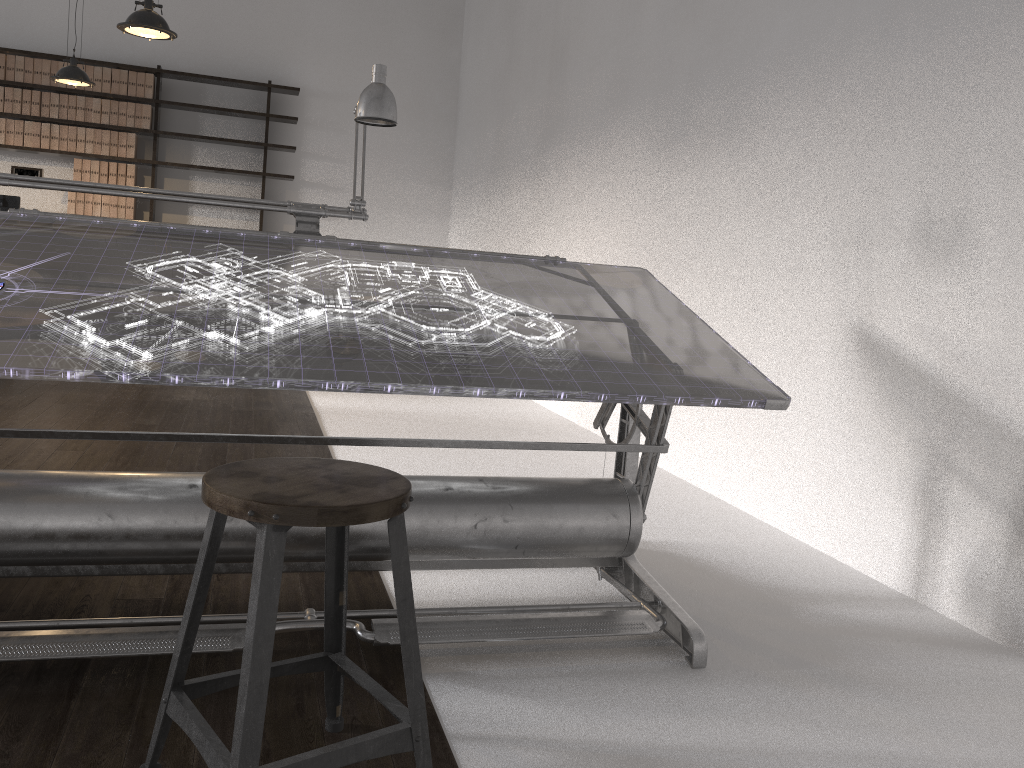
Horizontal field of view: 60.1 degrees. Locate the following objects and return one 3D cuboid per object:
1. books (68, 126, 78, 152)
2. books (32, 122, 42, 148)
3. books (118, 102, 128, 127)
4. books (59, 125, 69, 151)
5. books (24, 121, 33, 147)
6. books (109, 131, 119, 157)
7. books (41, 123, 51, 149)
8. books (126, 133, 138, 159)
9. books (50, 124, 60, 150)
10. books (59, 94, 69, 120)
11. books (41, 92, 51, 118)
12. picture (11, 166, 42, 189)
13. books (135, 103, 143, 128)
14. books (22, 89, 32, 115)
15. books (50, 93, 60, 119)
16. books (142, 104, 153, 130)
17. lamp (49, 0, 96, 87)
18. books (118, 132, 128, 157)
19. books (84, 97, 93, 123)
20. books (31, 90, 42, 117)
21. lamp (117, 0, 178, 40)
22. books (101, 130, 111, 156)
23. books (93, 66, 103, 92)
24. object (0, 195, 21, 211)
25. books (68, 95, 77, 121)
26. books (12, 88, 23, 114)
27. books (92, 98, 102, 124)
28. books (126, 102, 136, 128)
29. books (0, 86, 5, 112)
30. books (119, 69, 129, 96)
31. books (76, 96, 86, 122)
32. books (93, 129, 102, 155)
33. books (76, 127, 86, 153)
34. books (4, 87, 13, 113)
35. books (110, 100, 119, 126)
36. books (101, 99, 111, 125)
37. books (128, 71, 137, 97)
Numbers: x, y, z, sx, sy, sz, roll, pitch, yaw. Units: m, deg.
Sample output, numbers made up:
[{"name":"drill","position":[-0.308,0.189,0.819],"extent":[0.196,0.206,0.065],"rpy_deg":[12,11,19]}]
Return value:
[{"name":"books","position":[-3.914,-2.178,7.916],"extent":[0.066,0.225,0.175],"rpy_deg":[3,5,-17]},{"name":"books","position":[-4.184,-2.189,7.828],"extent":[0.067,0.225,0.175],"rpy_deg":[3,5,-17]},{"name":"books","position":[-3.512,-2.427,8.014],"extent":[0.066,0.225,0.175],"rpy_deg":[3,5,-17]},{"name":"books","position":[-3.981,-2.181,7.898],"extent":[0.066,0.225,0.175],"rpy_deg":[3,5,-17]},{"name":"books","position":[-4.246,-2.193,7.814],"extent":[0.066,0.224,0.175],"rpy_deg":[3,5,-17]},{"name":"books","position":[-3.590,-2.164,8.015],"extent":[0.066,0.225,0.175],"rpy_deg":[3,5,-17]},{"name":"books","position":[-4.115,-2.186,7.849],"extent":[0.066,0.225,0.175],"rpy_deg":[3,5,-17]},{"name":"books","position":[-3.453,-2.157,8.052],"extent":[0.066,0.225,0.175],"rpy_deg":[3,5,-17]},{"name":"books","position":[-4.047,-2.184,7.874],"extent":[0.066,0.225,0.175],"rpy_deg":[3,5,-17]},{"name":"books","position":[-3.971,-2.448,7.874],"extent":[0.066,0.225,0.175],"rpy_deg":[3,5,-17]},{"name":"books","position":[-4.106,-2.454,7.833],"extent":[0.066,0.225,0.175],"rpy_deg":[3,5,-17]},{"name":"picture","position":[-4.375,-1.861,7.982],"extent":[0.251,0.183,0.023],"rpy_deg":[3,4,-17]},{"name":"books","position":[-3.381,-2.421,8.051],"extent":[0.066,0.224,0.175],"rpy_deg":[3,5,-17]},{"name":"books","position":[-4.249,-2.461,7.790],"extent":[0.066,0.224,0.175],"rpy_deg":[3,5,-17]},{"name":"books","position":[-4.037,-2.450,7.849],"extent":[0.066,0.225,0.175],"rpy_deg":[3,5,-17]},{"name":"books","position":[-3.320,-2.418,8.068],"extent":[0.066,0.224,0.175],"rpy_deg":[3,5,-17]},{"name":"lamp","position":[-3.201,-3.373,6.558],"extent":[0.311,2.244,0.313],"rpy_deg":[5,4,8]},{"name":"books","position":[-3.522,-2.161,8.035],"extent":[0.066,0.225,0.175],"rpy_deg":[3,5,-17]},{"name":"books","position":[-3.774,-2.439,7.932],"extent":[0.066,0.224,0.175],"rpy_deg":[3,5,-17]},{"name":"books","position":[-4.176,-2.457,7.806],"extent":[0.067,0.225,0.175],"rpy_deg":[3,5,-17]},{"name":"lamp","position":[-1.919,-3.051,4.805],"extent":[0.310,2.244,0.314],"rpy_deg":[2,5,-37]},{"name":"books","position":[-3.652,-2.166,7.990],"extent":[0.067,0.225,0.175],"rpy_deg":[3,5,-17]},{"name":"books","position":[-3.694,-2.711,7.928],"extent":[0.066,0.225,0.175],"rpy_deg":[3,5,-17]},{"name":"object","position":[-4.544,-1.367,7.538],"extent":[0.642,0.516,0.205],"rpy_deg":[3,5,-17]},{"name":"books","position":[-3.903,-2.445,7.894],"extent":[0.066,0.225,0.175],"rpy_deg":[3,5,-17]},{"name":"books","position":[-4.321,-2.464,7.766],"extent":[0.066,0.224,0.175],"rpy_deg":[3,5,-17]},{"name":"books","position":[-3.714,-2.436,7.949],"extent":[0.066,0.224,0.175],"rpy_deg":[3,5,-17]},{"name":"books","position":[-3.443,-2.423,8.027],"extent":[0.067,0.225,0.175],"rpy_deg":[3,5,-17]},{"name":"books","position":[-4.449,-2.469,7.723],"extent":[0.066,0.225,0.175],"rpy_deg":[3,5,-17]},{"name":"books","position":[-3.495,-2.702,7.989],"extent":[0.066,0.224,0.175],"rpy_deg":[3,5,-17]},{"name":"books","position":[-3.837,-2.441,7.908],"extent":[0.067,0.225,0.175],"rpy_deg":[3,5,-17]},{"name":"books","position":[-3.717,-2.169,7.975],"extent":[0.066,0.224,0.175],"rpy_deg":[3,5,-17]},{"name":"books","position":[-3.846,-2.175,7.932],"extent":[0.067,0.225,0.175],"rpy_deg":[3,5,-17]},{"name":"books","position":[-4.380,-2.466,7.744],"extent":[0.067,0.225,0.175],"rpy_deg":[3,5,-17]},{"name":"books","position":[-3.578,-2.430,7.992],"extent":[0.066,0.225,0.175],"rpy_deg":[3,5,-17]},{"name":"books","position":[-3.644,-2.433,7.968],"extent":[0.067,0.225,0.175],"rpy_deg":[3,5,-17]},{"name":"books","position":[-3.424,-2.699,8.012],"extent":[0.066,0.225,0.175],"rpy_deg":[3,5,-17]}]
